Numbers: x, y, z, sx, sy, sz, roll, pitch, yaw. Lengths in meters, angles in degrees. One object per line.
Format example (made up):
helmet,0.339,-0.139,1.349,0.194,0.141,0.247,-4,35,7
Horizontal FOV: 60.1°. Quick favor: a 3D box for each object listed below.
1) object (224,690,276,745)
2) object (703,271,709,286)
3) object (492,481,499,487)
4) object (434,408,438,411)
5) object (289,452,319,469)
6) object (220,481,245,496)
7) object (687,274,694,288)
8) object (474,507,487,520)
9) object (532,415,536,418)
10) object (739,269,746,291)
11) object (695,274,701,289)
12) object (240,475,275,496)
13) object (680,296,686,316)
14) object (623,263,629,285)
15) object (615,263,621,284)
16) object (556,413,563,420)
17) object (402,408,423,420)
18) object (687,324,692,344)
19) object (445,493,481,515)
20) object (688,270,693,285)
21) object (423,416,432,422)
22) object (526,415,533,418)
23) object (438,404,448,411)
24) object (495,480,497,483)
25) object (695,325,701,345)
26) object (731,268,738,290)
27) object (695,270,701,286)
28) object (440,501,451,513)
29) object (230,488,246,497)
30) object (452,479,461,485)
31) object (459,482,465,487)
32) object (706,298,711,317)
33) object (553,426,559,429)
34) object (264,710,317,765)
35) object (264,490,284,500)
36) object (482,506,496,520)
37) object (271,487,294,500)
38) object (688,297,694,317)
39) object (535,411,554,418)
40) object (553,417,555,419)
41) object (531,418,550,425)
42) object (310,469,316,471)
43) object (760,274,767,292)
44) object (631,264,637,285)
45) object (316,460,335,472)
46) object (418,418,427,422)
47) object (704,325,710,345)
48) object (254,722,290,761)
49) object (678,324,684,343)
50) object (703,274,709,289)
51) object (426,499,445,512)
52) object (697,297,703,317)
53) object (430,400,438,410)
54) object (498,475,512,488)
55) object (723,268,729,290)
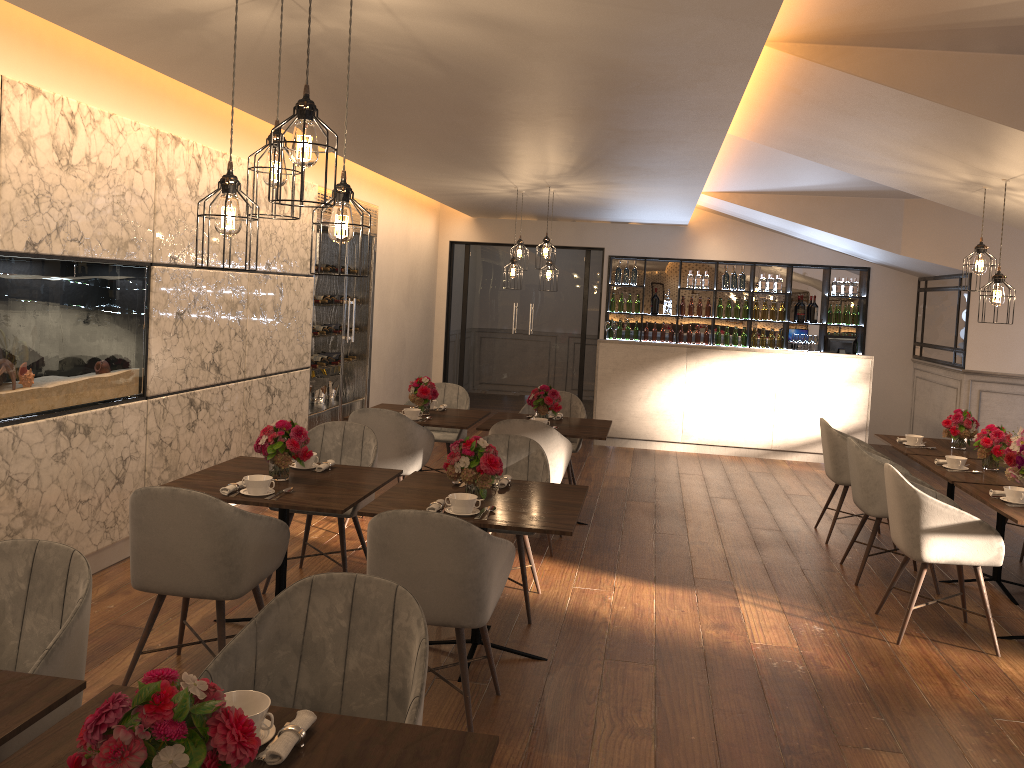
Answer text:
object,-0.557,0.687,1.804,0.148,0.072,0.149,2,5,-13
object,2.540,-1.374,11.569,0.069,0.208,0.040,3,3,9
object,-0.071,0.482,4.323,0.025,0.024,0.193,4,6,9
object,-0.580,0.190,6.932,0.025,0.024,0.193,4,6,9
object,-1.053,0.389,4.488,0.148,0.072,0.149,-1,7,-38
object,-1.228,0.456,3.900,0.056,0.039,0.176,4,6,9
object,2.340,-1.352,11.603,0.070,0.189,0.041,3,3,9
object,-0.129,0.547,3.752,0.022,0.004,0.211,4,6,9
object,0.168,0.255,6.796,0.022,0.004,0.211,4,6,9
object,2.996,-1.367,11.496,0.075,0.309,0.075,4,3,20
object,2.439,-1.345,11.587,0.070,0.189,0.041,3,3,9
object,-1.114,0.447,3.881,0.148,0.072,0.149,-1,7,-38
object,2.251,-1.027,11.660,0.065,0.261,0.066,2,3,-12
object,1.516,-1.470,11.731,0.075,0.309,0.075,1,3,-38
object,1.413,-1.477,11.748,0.075,0.309,0.075,5,3,34
object,0.362,0.248,6.792,0.056,0.039,0.176,4,6,9
object,-0.716,0.218,6.347,0.148,0.072,0.149,-1,7,-38
object,2.341,-0.658,11.658,0.065,0.261,0.066,2,3,-12
object,-0.208,0.510,3.737,0.148,0.072,0.149,-1,7,-38
object,2.342,-1.388,11.601,0.069,0.208,0.040,3,3,9
object,-0.611,0.252,6.351,0.043,0.015,0.198,4,6,13
object,0.142,0.246,6.807,0.043,0.015,0.198,4,6,13
object,-0.544,0.185,6.936,0.056,0.039,0.176,4,6,9
object,-0.147,0.451,4.343,0.148,0.072,0.149,-1,7,-38
object,2.450,-0.651,11.640,0.065,0.261,0.066,2,3,-12
object,2.893,-1.374,11.512,0.075,0.309,0.075,4,3,20
object,2.441,-1.381,11.585,0.069,0.208,0.040,3,3,9
object,-0.287,0.527,3.760,0.025,0.024,0.193,4,6,9
object,-1.192,0.464,3.904,0.025,0.024,0.193,4,6,9
object,-0.263,0.474,4.343,0.043,0.015,0.198,4,6,5
object,-0.230,0.483,4.331,0.022,0.004,0.211,4,6,9
object,2.578,-1.004,11.608,0.065,0.261,0.066,2,3,-12
object,0.302,0.316,6.205,0.043,0.015,0.198,4,6,5
object,-0.445,0.711,1.787,0.056,0.039,0.176,4,6,9
object,-1.035,0.484,3.897,0.022,0.004,0.211,4,6,9
object,-0.095,0.544,3.740,0.043,0.015,0.198,4,6,5
object,-1.001,0.481,3.884,0.043,0.015,0.198,4,6,5
object,2.360,-1.019,11.642,0.065,0.261,0.066,2,3,-12
object,0.251,0.223,6.809,0.148,0.072,0.148,6,6,31
object,0.326,0.253,6.788,0.025,0.024,0.193,4,6,9
object,0.189,0.281,6.202,0.148,0.072,0.149,-1,7,-38
object,-0.977,0.419,4.467,0.025,0.024,0.193,4,6,9
object,3.254,-1.311,11.456,0.070,0.235,0.041,3,3,9
object,1.618,-1.463,11.715,0.075,0.309,0.075,1,3,-34
object,-0.941,0.413,4.471,0.056,0.039,0.176,4,6,9
object,-0.637,0.256,6.362,0.022,0.004,0.211,4,6,9
object,2.559,-0.643,11.623,0.065,0.261,0.066,2,3,-12
object,-0.481,0.717,1.783,0.025,0.024,0.193,4,6,9
object,2.232,-0.666,11.675,0.065,0.261,0.066,2,3,-12
object,2.538,-1.338,11.571,0.070,0.189,0.041,3,3,9
object,-0.322,0.519,3.756,0.056,0.039,0.176,4,6,9
object,2.469,-1.012,11.625,0.065,0.261,0.066,2,3,-12
object,-0.655,0.160,6.953,0.148,0.072,0.148,6,6,31
object,-0.036,0.476,4.326,0.056,0.039,0.176,4,6,9
object,2.790,-1.381,11.528,0.075,0.309,0.075,5,4,41
